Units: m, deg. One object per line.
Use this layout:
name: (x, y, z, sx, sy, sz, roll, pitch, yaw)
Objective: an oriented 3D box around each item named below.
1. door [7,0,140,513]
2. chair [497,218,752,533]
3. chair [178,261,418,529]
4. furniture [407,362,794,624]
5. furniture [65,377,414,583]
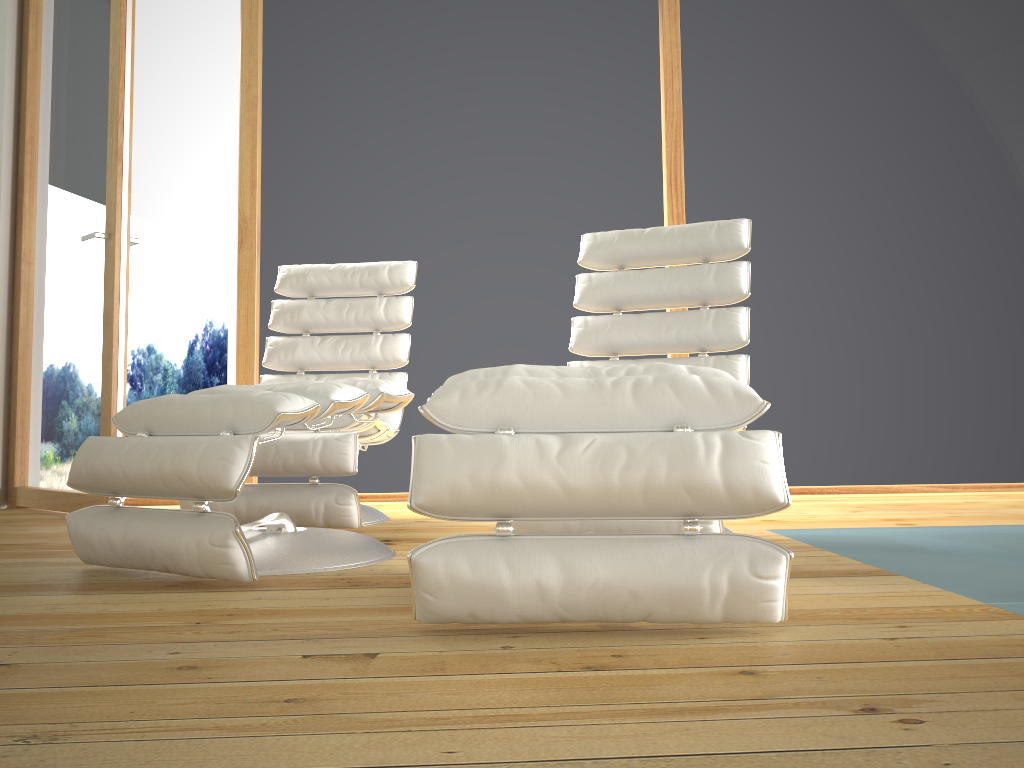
door: (-1.734, -0.726, 3.482, 0.933, 2.423, 0.162, -4, -6, 41)
chair: (0.358, -0.055, 2.526, 0.569, 0.971, 0.912, -2, -4, 22)
chair: (-0.695, -0.016, 3.087, 0.569, 0.971, 0.912, -1, -4, 7)
furniture: (0.143, 0.169, 1.634, 0.569, 0.440, 0.684, -1, -3, 3)
furniture: (-0.599, 0.201, 2.127, 0.569, 0.440, 0.685, -3, -4, 32)
